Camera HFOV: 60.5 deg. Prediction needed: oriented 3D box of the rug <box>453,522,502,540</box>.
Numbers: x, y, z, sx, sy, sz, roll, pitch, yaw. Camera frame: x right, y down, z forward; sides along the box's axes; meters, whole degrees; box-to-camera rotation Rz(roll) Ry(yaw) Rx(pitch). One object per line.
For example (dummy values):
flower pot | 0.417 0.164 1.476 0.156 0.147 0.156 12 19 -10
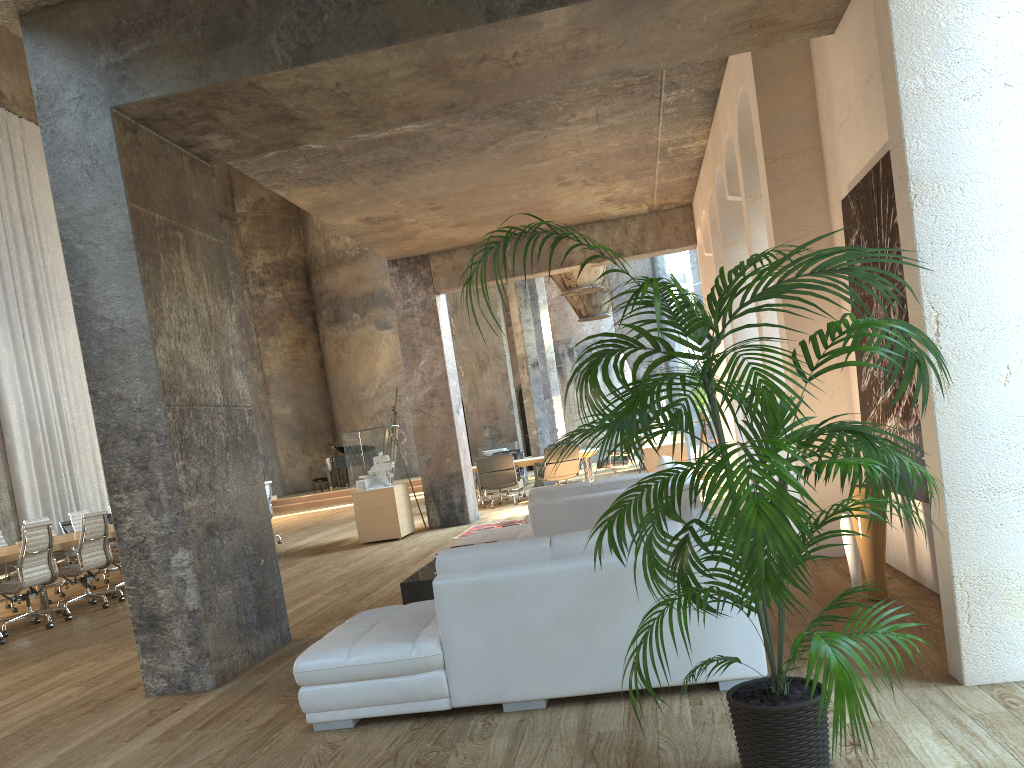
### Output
rug | 0.552 1.760 11.360 2.470 0.009 1.337 -9 -3 9

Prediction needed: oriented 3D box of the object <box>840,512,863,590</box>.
object | 1.977 0.969 5.097 0.102 0.455 0.099 -6 5 33

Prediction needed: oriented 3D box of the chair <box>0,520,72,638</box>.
chair | -4.807 1.898 8.582 0.702 1.033 0.659 -8 2 12

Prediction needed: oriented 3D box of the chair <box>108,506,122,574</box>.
chair | -5.547 2.268 13.152 0.702 1.033 0.659 -8 2 12

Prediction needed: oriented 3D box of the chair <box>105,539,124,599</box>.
chair | -4.550 1.961 10.372 0.702 1.033 0.658 -8 2 17

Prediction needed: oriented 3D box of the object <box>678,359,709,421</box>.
object | 2.733 0.067 12.787 0.687 0.946 0.855 -9 1 -1

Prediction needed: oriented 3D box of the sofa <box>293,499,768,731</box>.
sofa | 0.083 1.071 4.264 2.073 0.726 1.064 -9 -1 8

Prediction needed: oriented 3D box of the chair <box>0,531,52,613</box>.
chair | -5.933 2.176 10.494 0.702 1.033 0.658 -8 2 14

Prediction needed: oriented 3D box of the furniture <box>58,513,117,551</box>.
furniture | -7.476 2.831 16.371 0.710 0.846 1.859 -8 -2 8

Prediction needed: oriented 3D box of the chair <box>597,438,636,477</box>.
chair | 1.822 1.352 15.377 0.821 0.899 0.725 -8 1 3

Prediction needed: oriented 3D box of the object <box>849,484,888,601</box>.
object | 1.962 0.863 4.794 0.174 0.635 0.236 -9 3 -3

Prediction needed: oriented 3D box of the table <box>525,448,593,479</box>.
table | 1.110 1.993 21.781 1.876 0.550 0.935 -9 -1 9

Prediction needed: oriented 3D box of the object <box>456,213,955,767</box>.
object | 0.654 0.339 2.740 1.408 1.825 1.342 -8 2 14

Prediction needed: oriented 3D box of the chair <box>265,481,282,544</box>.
chair | -4.077 2.086 13.859 0.702 1.033 0.658 -8 2 14

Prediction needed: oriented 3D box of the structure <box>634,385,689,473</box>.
structure | 2.139 0.808 12.465 0.596 1.558 0.736 -8 3 8

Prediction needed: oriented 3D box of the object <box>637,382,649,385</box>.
object | 2.653 0.367 17.889 0.862 0.947 0.681 -8 2 11

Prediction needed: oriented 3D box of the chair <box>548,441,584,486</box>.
chair | 0.975 1.530 16.283 0.732 0.898 0.815 -8 1 9

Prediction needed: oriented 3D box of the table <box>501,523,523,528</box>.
table | 0.227 1.589 9.144 0.792 0.204 1.103 -9 -3 8

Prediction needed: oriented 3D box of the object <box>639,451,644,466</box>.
object | 3.219 1.382 20.349 0.659 0.979 0.566 -8 2 3

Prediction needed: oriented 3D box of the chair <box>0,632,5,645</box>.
chair | -4.945 1.866 7.648 0.702 1.033 0.658 -8 2 14

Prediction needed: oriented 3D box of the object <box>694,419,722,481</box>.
object | 2.812 1.020 12.865 0.652 0.979 0.572 -10 3 -27

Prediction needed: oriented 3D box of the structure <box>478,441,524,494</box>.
structure | -0.230 1.784 18.669 0.745 1.022 0.729 -8 2 8

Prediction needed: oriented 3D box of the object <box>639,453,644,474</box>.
object | 2.935 1.284 17.861 0.575 0.979 0.650 -6 3 45

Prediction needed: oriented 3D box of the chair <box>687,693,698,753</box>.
chair | -2.639 1.861 13.582 12.987 1.038 31.300 -9 -3 8

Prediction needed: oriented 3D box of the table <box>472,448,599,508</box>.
table | 0.379 1.678 15.621 2.417 0.705 1.097 -9 -1 9

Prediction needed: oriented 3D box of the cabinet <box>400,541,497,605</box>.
cabinet | -0.398 1.435 6.267 0.397 0.371 1.551 -8 -3 8

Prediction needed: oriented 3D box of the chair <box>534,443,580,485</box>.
chair | 0.764 1.481 14.854 0.725 0.898 0.822 -9 1 -18

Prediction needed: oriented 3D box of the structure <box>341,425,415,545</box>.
structure | -1.833 1.389 12.176 0.596 1.558 0.736 -8 3 8

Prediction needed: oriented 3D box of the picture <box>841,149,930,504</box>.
picture | 2.039 -0.273 4.744 0.070 1.783 1.491 -8 1 8

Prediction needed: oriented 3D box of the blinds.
blinds | -8.653 -0.847 19.325 0.276 8.703 7.765 -8 1 9

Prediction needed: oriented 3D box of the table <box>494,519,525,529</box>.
table | 0.277 1.581 9.506 0.862 0.248 0.367 -9 -1 9

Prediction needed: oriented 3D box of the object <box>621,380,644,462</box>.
object | 3.009 0.911 21.487 0.706 2.162 0.674 -6 5 37

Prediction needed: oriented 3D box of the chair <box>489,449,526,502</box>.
chair | -0.117 1.704 16.458 0.733 0.898 0.813 -8 1 15

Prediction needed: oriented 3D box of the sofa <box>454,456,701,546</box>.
sofa | 0.686 1.212 8.404 2.070 0.726 2.909 -9 -3 8

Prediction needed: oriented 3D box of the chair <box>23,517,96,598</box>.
chair | -5.803 2.205 11.361 0.702 1.033 0.658 -8 2 17

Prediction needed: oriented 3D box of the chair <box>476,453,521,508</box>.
chair | -0.230 1.638 14.982 0.730 0.898 0.816 -8 1 2

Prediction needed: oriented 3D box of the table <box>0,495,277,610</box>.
table | -5.184 2.221 10.951 1.605 0.762 7.664 -9 -3 8

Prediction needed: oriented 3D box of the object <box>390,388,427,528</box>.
object | -1.765 1.152 13.037 0.686 2.162 0.694 -8 4 7

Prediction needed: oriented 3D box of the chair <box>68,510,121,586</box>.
chair | -5.677 2.236 12.247 0.702 1.033 0.658 -8 2 14

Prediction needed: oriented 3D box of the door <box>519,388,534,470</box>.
door | 0.603 1.290 26.623 0.109 2.650 0.907 -12 5 -39

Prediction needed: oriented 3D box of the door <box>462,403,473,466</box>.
door | -1.734 1.493 26.990 0.892 2.313 0.092 -11 5 -33

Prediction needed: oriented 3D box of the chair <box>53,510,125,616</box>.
chair | -4.677 1.930 9.486 0.702 1.033 0.658 -8 2 14
